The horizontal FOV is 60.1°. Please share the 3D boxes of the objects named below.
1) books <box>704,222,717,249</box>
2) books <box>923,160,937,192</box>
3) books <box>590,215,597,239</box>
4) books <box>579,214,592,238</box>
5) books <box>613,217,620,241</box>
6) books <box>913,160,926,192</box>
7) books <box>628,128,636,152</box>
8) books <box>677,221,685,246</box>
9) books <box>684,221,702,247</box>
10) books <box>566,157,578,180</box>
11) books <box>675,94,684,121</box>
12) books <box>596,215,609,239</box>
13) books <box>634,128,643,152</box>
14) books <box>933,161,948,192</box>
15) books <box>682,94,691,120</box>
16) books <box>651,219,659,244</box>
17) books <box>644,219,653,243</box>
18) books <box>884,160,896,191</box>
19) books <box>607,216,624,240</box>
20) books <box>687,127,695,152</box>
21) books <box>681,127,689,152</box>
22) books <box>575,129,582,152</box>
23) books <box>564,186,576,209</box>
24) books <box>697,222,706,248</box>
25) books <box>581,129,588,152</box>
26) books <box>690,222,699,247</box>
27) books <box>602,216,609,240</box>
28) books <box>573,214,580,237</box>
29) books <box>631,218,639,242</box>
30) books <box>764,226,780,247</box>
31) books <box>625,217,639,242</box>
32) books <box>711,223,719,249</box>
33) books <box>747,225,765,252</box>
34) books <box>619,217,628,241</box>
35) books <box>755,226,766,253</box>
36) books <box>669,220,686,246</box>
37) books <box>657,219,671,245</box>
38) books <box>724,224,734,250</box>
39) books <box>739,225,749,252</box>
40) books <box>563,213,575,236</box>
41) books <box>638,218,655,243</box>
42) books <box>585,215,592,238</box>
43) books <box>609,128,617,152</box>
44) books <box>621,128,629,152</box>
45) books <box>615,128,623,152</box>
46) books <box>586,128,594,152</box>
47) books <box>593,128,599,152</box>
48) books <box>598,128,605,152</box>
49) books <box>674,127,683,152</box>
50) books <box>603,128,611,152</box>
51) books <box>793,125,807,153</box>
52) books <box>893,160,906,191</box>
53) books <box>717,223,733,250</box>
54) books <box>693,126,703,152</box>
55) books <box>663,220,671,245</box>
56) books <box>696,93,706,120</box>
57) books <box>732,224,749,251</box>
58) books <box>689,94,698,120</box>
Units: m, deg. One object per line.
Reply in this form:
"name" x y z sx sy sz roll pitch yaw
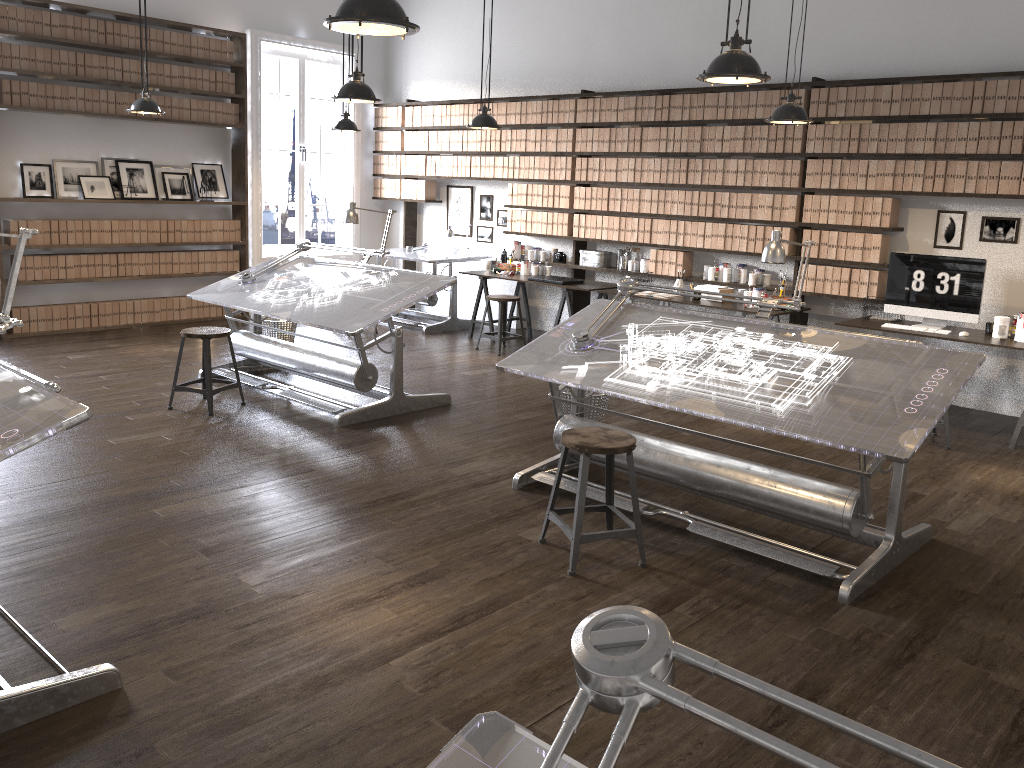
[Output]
"books" 1.766 -1.301 7.761 0.067 0.223 0.175 11 14 41
"books" 3.089 -1.520 6.496 0.067 0.224 0.175 11 14 41
"books" 0.844 -1.525 8.598 0.067 0.224 0.175 11 14 41
"books" 0.741 -1.550 8.689 0.067 0.224 0.175 11 14 41
"books" 1.041 -1.476 8.413 0.067 0.224 0.175 11 14 41
"books" 3.033 -1.532 6.540 0.067 0.224 0.175 11 14 41
"books" 1.158 -2.254 8.209 0.067 0.224 0.175 11 14 41
"books" 1.559 -1.351 7.949 0.067 0.224 0.175 11 14 41
"books" 1.612 -1.339 7.905 0.067 0.224 0.175 11 14 41
"books" 0.615 -2.121 8.736 0.067 0.224 0.175 11 14 41
"books" 1.524 -2.436 7.832 0.067 0.224 0.175 11 14 41
"books" 0.893 -1.512 8.548 0.067 0.224 0.175 11 14 41
"books" 1.209 -2.240 8.155 0.067 0.224 0.175 11 14 41
"books" 3.140 -1.506 6.442 0.067 0.224 0.175 11 14 41
"books" 1.579 -2.424 7.787 0.067 0.224 0.175 11 14 41
"books" 1.360 -1.400 8.133 0.067 0.223 0.175 11 14 41
"books" 1.302 -1.413 8.178 0.067 0.224 0.175 11 14 41
"books" 2.879 -1.569 6.677 0.067 0.224 0.175 11 14 41
"books" 0.995 -1.488 8.461 0.067 0.223 0.175 11 14 41
"books" 1.620 -2.141 7.788 0.067 0.223 0.175 11 14 41
"books" 1.573 -2.152 7.828 0.067 0.223 0.175 11 14 41
"books" 0.701 -2.365 8.623 0.067 0.224 0.175 11 14 41
"books" 0.602 -1.849 8.775 0.067 0.224 0.175 11 14 41
"books" 1.711 -1.314 7.808 0.067 0.224 0.175 11 14 41
"books" 0.751 -2.352 8.575 0.067 0.224 0.175 11 14 41
"books" 1.662 -1.327 7.857 0.067 0.224 0.175 11 14 41
"books" 0.948 -1.499 8.502 0.067 0.223 0.175 11 14 41
"books" 0.685 -1.562 8.735 0.067 0.224 0.175 11 14 41
"books" 1.195 -1.439 8.276 0.067 0.224 0.175 11 14 41
"books" 2.178 -1.202 7.392 0.067 0.223 0.175 11 14 41
"books" 1.146 -1.452 8.326 0.067 0.224 0.175 11 14 41
"books" 1.813 -1.290 7.720 0.067 0.223 0.175 11 14 41
"books" 2.069 -1.228 7.491 0.067 0.224 0.175 11 14 41
"books" 1.094 -1.465 8.373 0.067 0.224 0.175 11 14 41
"books" 2.120 -1.214 7.437 0.067 0.224 0.175 11 14 41
"books" 1.503 -1.364 7.994 0.067 0.224 0.175 11 14 41
"books" 1.407 -1.388 8.087 0.067 0.223 0.175 11 14 41
"books" 1.912 -1.266 7.632 0.067 0.224 0.175 11 14 41
"books" 2.013 -1.240 7.535 0.067 0.224 0.175 11 14 41
"books" 0.589 -1.586 8.824 0.067 0.224 0.175 11 14 41
"books" 1.251 -1.427 8.232 0.067 0.224 0.175 11 14 41
"books" 0.795 -1.538 8.646 0.067 0.224 0.175 11 14 41
"books" 1.001 -2.292 8.350 0.067 0.224 0.175 11 14 41
"books" 1.102 -2.266 8.253 0.067 0.224 0.175 11 14 41
"books" 1.053 -2.279 8.303 0.067 0.224 0.175 11 14 41
"books" 0.800 -2.339 8.526 0.067 0.224 0.175 11 14 41
"books" 0.855 -2.326 8.479 0.067 0.223 0.175 11 14 41
"books" 0.902 -2.315 8.438 0.067 0.223 0.175 11 14 41
"books" 1.519 -2.165 7.875 0.067 0.224 0.175 11 14 41
"books" 0.948 -2.303 8.391 0.067 0.224 0.175 11 14 41
"books" 2.342 -1.966 7.134 0.067 0.223 0.175 11 14 41
"books" 2.932 -1.558 6.637 0.067 0.224 0.175 11 14 41
"books" 1.859 -1.277 7.673 0.067 0.224 0.175 11 14 41
"books" 1.666 -2.129 7.740 0.067 0.224 0.175 11 14 41
"books" 1.450 -1.376 8.042 0.067 0.224 0.175 11 14 41
"books" 1.683 -2.399 7.695 0.067 0.224 0.175 11 14 41
"books" 1.964 -1.254 7.585 0.067 0.224 0.175 11 14 41
"books" 1.633 -2.412 7.743 0.067 0.224 0.175 11 14 41
